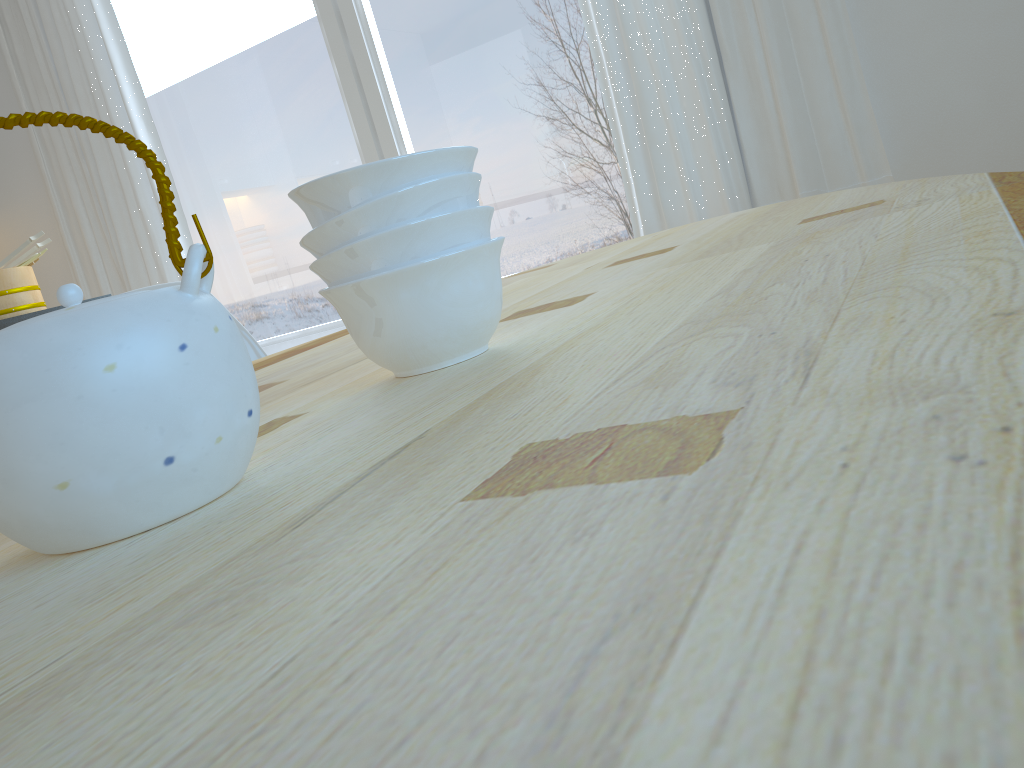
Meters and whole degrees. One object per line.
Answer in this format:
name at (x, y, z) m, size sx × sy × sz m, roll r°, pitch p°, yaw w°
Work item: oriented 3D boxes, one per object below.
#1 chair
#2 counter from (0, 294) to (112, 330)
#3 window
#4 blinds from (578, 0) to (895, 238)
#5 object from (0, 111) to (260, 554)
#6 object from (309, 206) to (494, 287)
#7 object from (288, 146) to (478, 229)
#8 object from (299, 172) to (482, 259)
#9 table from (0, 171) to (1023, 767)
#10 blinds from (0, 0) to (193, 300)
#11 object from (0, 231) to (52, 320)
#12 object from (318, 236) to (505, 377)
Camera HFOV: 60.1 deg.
chair at (-0.444, 0.224, 1.604) m, size 0.435 × 0.895 × 0.521 m, roll -23°, pitch 10°, yaw -41°
counter at (-1.935, 0.147, 1.674) m, size 0.597 × 0.040 × 2.434 m, roll -11°, pitch 11°, yaw 29°
window at (-0.562, -1.162, 3.352) m, size 2.711 × 1.904 × 0.089 m, roll -12°, pitch 8°, yaw 28°
blinds at (0.434, -1.499, 2.539) m, size 0.790 × 2.145 × 0.152 m, roll -13°, pitch 8°, yaw 29°
object at (-0.232, -0.030, 0.454) m, size 0.176 × 0.210 × 0.149 m, roll -12°, pitch 9°, yaw 28°
object at (-0.075, -0.079, 0.702) m, size 0.153 × 0.092 × 0.151 m, roll -20°, pitch 10°, yaw -22°
object at (-0.089, -0.128, 0.698) m, size 0.153 × 0.086 × 0.151 m, roll -22°, pitch 11°, yaw -32°
object at (-0.084, -0.101, 0.701) m, size 0.150 × 0.095 × 0.154 m, roll -7°, pitch 13°, yaw 45°
table at (-0.073, 0.368, 0.711) m, size 1.187 × 0.720 × 2.220 m, roll -12°, pitch 11°, yaw 27°
blinds at (-1.855, -1.054, 3.800) m, size 0.790 × 2.145 × 0.152 m, roll -13°, pitch 7°, yaw 28°
object at (-1.518, -0.256, 2.495) m, size 0.434 × 0.212 × 0.377 m, roll -22°, pitch 11°, yaw -32°
object at (-0.067, -0.057, 0.701) m, size 0.153 × 0.082 × 0.152 m, roll -20°, pitch 10°, yaw -21°
